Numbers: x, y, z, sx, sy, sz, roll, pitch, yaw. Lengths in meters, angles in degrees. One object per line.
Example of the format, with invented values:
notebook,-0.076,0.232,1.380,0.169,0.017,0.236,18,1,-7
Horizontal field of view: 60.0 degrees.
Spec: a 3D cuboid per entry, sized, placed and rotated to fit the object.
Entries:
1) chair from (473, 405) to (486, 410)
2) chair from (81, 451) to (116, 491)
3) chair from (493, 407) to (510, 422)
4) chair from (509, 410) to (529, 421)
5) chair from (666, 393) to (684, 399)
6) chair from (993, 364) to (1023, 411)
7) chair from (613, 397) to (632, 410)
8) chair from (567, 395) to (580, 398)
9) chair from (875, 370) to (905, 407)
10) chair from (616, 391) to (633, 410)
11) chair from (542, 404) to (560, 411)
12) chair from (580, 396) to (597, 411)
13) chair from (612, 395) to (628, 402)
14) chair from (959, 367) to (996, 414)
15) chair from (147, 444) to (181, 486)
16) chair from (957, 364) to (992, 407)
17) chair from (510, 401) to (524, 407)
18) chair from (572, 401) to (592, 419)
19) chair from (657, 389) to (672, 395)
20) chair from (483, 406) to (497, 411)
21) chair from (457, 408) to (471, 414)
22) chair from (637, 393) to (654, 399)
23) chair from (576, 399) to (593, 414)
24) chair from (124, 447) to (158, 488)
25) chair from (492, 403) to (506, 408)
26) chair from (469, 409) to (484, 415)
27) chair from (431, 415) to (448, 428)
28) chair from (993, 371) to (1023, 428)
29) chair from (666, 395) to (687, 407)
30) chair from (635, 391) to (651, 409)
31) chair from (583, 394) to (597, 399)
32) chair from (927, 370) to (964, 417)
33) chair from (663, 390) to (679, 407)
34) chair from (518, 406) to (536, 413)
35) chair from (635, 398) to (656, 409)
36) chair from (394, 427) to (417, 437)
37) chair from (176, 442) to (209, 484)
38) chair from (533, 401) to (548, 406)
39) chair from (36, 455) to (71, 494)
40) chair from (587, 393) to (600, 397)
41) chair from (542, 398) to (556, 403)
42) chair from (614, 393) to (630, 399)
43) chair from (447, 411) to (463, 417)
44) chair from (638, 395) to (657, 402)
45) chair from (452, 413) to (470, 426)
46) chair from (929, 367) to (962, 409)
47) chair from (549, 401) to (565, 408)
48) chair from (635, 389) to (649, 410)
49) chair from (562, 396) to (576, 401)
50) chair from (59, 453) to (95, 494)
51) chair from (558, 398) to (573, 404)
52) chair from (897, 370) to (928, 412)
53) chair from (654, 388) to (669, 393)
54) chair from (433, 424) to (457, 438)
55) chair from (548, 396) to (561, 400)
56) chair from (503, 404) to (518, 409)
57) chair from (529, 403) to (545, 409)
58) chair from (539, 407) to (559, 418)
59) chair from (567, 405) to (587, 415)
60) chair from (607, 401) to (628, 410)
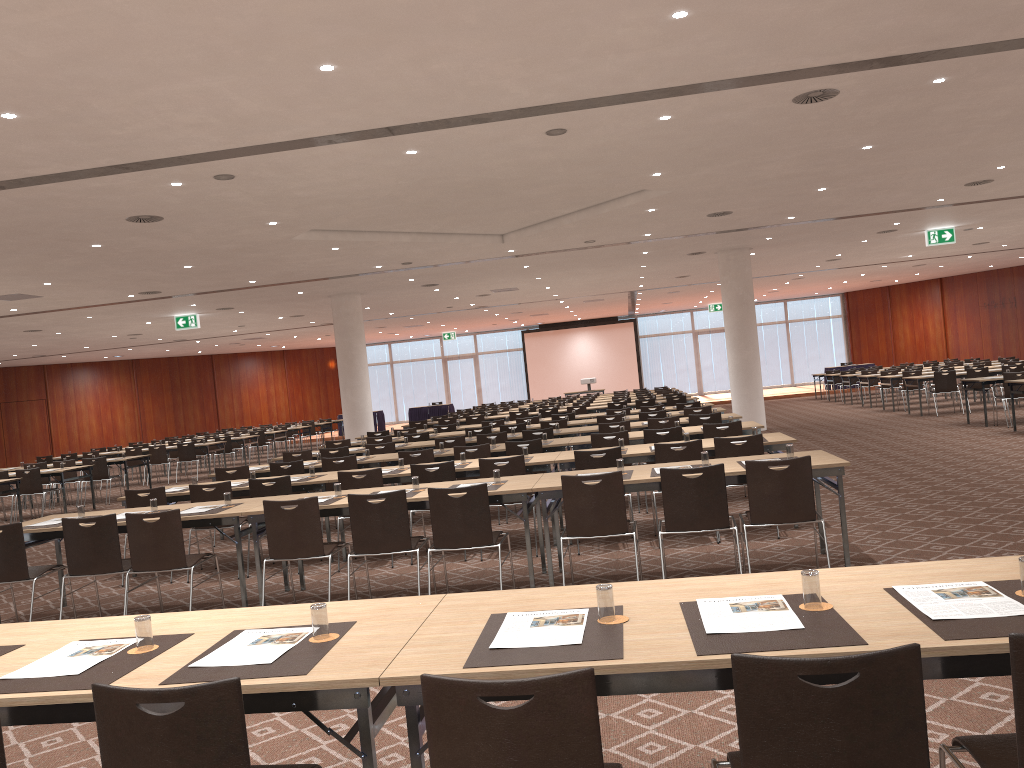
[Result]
chair,-0.975,1.149,28.316,0.536,0.939,0.613,-6,1,5
chair,-9.991,2.074,21.336,0.536,0.939,0.613,-6,1,9
chair,-0.241,1.095,24.106,0.536,0.939,0.613,-6,1,5
chair,0.216,1.068,20.045,0.536,0.939,0.613,-6,1,8
chair,3.988,0.688,21.520,0.536,0.939,0.613,-6,1,9
chair,10.459,0.060,18.585,0.536,0.939,0.613,-6,1,7
chair,2.729,0.812,21.689,0.536,0.939,0.613,-6,1,6
chair,2.107,0.836,29.842,0.536,0.939,0.613,-6,1,7
chair,9.716,0.114,22.861,0.536,0.939,0.613,-6,1,7
chair,3.509,0.707,27.713,0.536,0.939,0.613,-6,1,9
chair,1.013,0.981,21.955,0.536,0.939,0.613,-6,1,7
chair,2.245,0.841,25.866,0.536,0.939,0.613,-6,1,5
chair,2.942,0.781,23.755,0.536,0.939,0.613,-6,1,9
chair,9.824,0.122,18.753,0.536,0.939,0.613,-6,1,9
chair,-8.324,1.910,21.111,0.536,0.939,0.613,-6,1,7
chair,10.732,0.024,20.648,0.536,0.939,0.613,-6,1,6
chair,0.231,1.030,28.112,0.536,0.939,0.613,-6,1,10
chair,1.755,0.907,21.898,0.536,0.939,0.613,-6,1,5
chair,4.415,0.627,25.497,0.536,0.939,0.613,-6,1,9
chair,-0.581,1.119,26.246,0.536,0.939,0.613,-6,1,7
chair,-1.350,1.195,26.272,0.536,0.939,0.613,-6,1,9
chair,3.588,0.718,23.591,0.536,0.939,0.613,-6,1,10
chair,2.000,0.874,23.804,0.536,0.939,0.613,-6,1,7
chair,-8.970,1.973,21.340,0.536,0.939,0.613,-6,1,10
chair,-0.347,1.087,28.154,0.536,0.939,0.613,-6,1,7
chair,-0.889,1.159,24.228,0.536,0.939,0.613,-6,1,11
chair,-1.751,1.253,22.327,0.536,0.939,0.613,-6,1,8
chair,8.676,0.252,15.302,0.536,0.939,0.613,-6,1,8
chair,3.675,0.728,19.622,0.536,0.939,0.613,-6,1,10
chair,3.824,0.685,25.611,0.536,0.939,0.613,-6,1,5
chair,2.501,0.807,27.771,0.536,0.939,0.613,-6,1,10
chair,9.144,0.190,18.762,0.536,0.939,0.613,-6,1,10
chair,4.251,0.653,23.537,0.536,0.939,0.613,-6,1,7
chair,0.441,1.037,21.997,0.536,0.939,0.613,-6,1,8
chair,2.984,0.796,19.638,0.536,0.939,0.613,-6,1,6
chair,-1.941,1.297,16.770,0.536,0.939,0.613,-6,1,6
chair,-7.644,1.842,21.102,0.536,0.939,0.613,-6,1,6
chair,0.885,0.975,25.971,0.536,0.939,0.613,-6,1,9
chair,-11.176,2.190,21.495,0.536,0.939,0.613,-6,1,10
chair,2.781,0.770,29.828,0.536,0.939,0.613,-6,1,10
chair,1.231,0.931,28.020,0.536,0.939,0.613,-6,1,10
chair,3.216,0.746,25.658,0.536,0.939,0.613,-6,1,7
chair,-1.494,1.218,24.352,0.536,0.939,0.613,-6,1,5
chair,3.333,0.752,21.643,0.536,0.939,0.613,-6,1,7
chair,-1.197,1.198,22.217,0.536,0.939,0.613,-6,1,10
chair,10.061,0.090,20.656,0.536,0.939,0.613,-6,1,9
chair,1.273,0.946,23.980,0.536,0.939,0.613,-6,1,8
chair,4.089,0.650,27.558,0.536,0.939,0.613,-6,1,8
chair,1.865,0.869,27.892,0.536,0.939,0.613,-6,1,10
chair,-10.588,2.132,21.498,0.536,0.939,0.613,-6,1,9
chair,1.615,0.903,25.908,0.536,0.939,0.613,-6,1,6
chair,9.410,0.153,20.885,0.536,0.939,0.613,-6,1,9
chair,4.676,0.592,27.514,0.536,0.939,0.613,-6,1,8
chair,-1.190,1.223,16.746,0.536,0.939,0.613,-6,1,9
chair,1.504,0.896,29.958,0.536,0.939,0.613,-6,1,8
chair,0.027,1.059,26.122,0.536,0.939,0.613,-6,1,10
chair,0.748,0.998,24.008,0.536,0.939,0.613,-6,1,9
chair,0.873,1.003,19.999,0.536,0.939,0.613,-6,1,7
chair,1.499,0.942,19.837,0.536,0.939,0.613,-6,1,9
chair,2.382,0.855,19.754,0.536,0.939,0.613,-6,1,6
